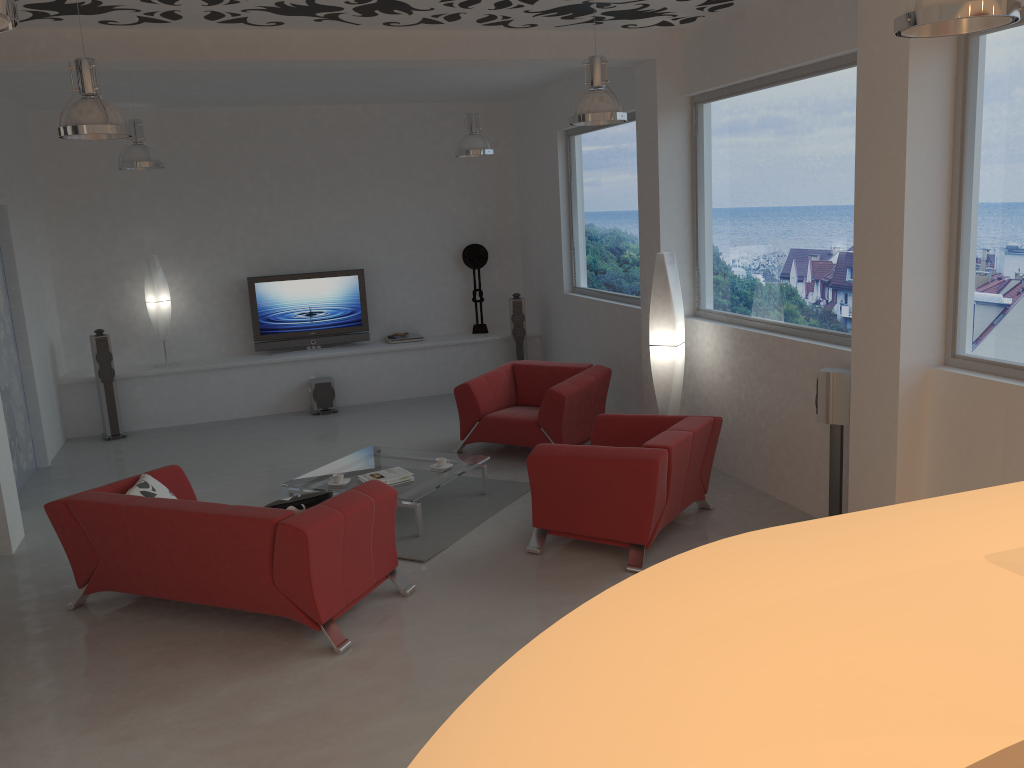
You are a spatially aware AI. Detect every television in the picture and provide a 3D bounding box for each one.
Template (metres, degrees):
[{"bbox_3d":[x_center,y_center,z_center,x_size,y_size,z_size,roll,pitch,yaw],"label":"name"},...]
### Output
[{"bbox_3d":[-2.412,-0.864,10.596,1.356,0.919,0.343,-7,12,-17],"label":"television"}]

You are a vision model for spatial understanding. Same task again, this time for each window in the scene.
[{"bbox_3d":[2.780,-0.788,3.673,0.100,1.800,2.400,-7,12,-17],"label":"window"},{"bbox_3d":[1.059,-1.737,8.917,0.100,1.800,2.400,-7,12,-17],"label":"window"},{"bbox_3d":[1.919,-1.262,6.295,0.100,1.800,2.400,-7,12,-17],"label":"window"}]

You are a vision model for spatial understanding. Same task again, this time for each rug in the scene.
[{"bbox_3d":[-0.928,0.938,6.793,1.700,0.025,1.700,3,13,27],"label":"rug"}]

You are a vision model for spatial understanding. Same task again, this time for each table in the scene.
[{"bbox_3d":[-0.930,0.794,6.775,1.162,0.286,1.097,3,13,27],"label":"table"}]

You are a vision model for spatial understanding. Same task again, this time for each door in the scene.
[{"bbox_3d":[-4.420,-0.321,7.588,0.240,2.550,1.600,-7,12,-17],"label":"door"}]

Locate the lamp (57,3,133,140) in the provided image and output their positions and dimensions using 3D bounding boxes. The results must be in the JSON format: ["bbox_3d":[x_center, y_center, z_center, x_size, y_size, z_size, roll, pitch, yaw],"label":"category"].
[{"bbox_3d":[-2.319,-1.756,4.821,0.379,0.800,0.379,-8,12,-24],"label":"lamp"}]

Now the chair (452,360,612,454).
[{"bbox_3d":[0.200,0.237,8.127,1.288,0.738,0.951,4,13,32],"label":"chair"}]

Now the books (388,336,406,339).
[{"bbox_3d":[-1.419,-0.580,10.943,0.135,0.015,0.190,5,14,37],"label":"books"}]

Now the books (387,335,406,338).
[{"bbox_3d":[-1.421,-0.595,10.943,0.190,0.015,0.135,-12,14,-36],"label":"books"}]

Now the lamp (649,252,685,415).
[{"bbox_3d":[1.262,-0.166,7.181,0.313,1.779,0.313,-9,12,-25],"label":"lamp"}]

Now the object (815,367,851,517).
[{"bbox_3d":[2.023,0.461,5.532,0.229,1.112,0.214,5,14,37],"label":"object"}]

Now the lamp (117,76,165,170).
[{"bbox_3d":[-3.241,-2.264,7.631,0.379,0.800,0.379,-7,12,-20],"label":"lamp"}]

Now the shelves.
[{"bbox_3d":[-2.345,-0.370,10.583,5.500,0.050,0.650,-7,12,-17],"label":"shelves"}]

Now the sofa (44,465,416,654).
[{"bbox_3d":[-1.641,0.928,5.179,1.929,0.738,0.951,1,12,22],"label":"sofa"}]

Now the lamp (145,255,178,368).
[{"bbox_3d":[-3.974,-0.821,10.003,0.263,1.239,0.263,-9,12,-25],"label":"lamp"}]

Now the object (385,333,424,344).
[{"bbox_3d":[-1.336,-0.566,11.002,0.430,0.045,0.352,-7,12,-17],"label":"object"}]

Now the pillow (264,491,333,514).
[{"bbox_3d":[-1.207,0.768,4.956,0.402,0.343,0.288,-8,12,-24],"label":"pillow"}]

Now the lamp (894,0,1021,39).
[{"bbox_3d":[1.461,-1.584,2.890,0.379,0.800,0.379,7,15,43],"label":"lamp"}]

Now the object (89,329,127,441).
[{"bbox_3d":[-4.333,-0.004,9.476,0.255,1.184,0.273,-10,13,-32],"label":"object"}]

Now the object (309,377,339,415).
[{"bbox_3d":[-2.184,0.137,10.235,0.336,0.374,0.337,-7,12,-17],"label":"object"}]

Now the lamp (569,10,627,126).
[{"bbox_3d":[0.540,-2.092,5.699,0.379,0.800,0.379,-1,11,11],"label":"lamp"}]

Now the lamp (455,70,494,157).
[{"bbox_3d":[-0.382,-2.600,8.508,0.379,0.800,0.379,1,12,22],"label":"lamp"}]

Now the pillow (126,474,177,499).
[{"bbox_3d":[-2.128,0.743,5.338,0.288,0.343,0.402,-5,11,-10],"label":"pillow"}]

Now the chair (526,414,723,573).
[{"bbox_3d":[0.776,0.634,5.975,0.951,0.738,1.288,4,13,32],"label":"chair"}]

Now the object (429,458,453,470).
[{"bbox_3d":[-0.538,0.601,6.721,0.153,0.069,0.153,6,14,38],"label":"object"}]

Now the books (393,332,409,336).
[{"bbox_3d":[-1.372,-0.615,10.950,0.190,0.015,0.135,-5,11,-7],"label":"books"}]

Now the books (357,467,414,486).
[{"bbox_3d":[-0.924,0.685,6.497,0.367,0.035,0.345,-9,13,-27],"label":"books"}]

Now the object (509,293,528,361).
[{"bbox_3d":[0.084,-0.522,10.826,0.255,1.184,0.273,-4,11,-2],"label":"object"}]

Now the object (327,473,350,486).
[{"bbox_3d":[-1.263,0.694,6.460,0.153,0.069,0.153,-1,11,9],"label":"object"}]

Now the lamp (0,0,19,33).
[{"bbox_3d":[-1.397,-1.248,2.012,0.379,0.800,0.379,7,15,43],"label":"lamp"}]

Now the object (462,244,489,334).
[{"bbox_3d":[-0.435,-1.200,11.185,0.331,1.130,0.108,-2,11,7],"label":"object"}]
